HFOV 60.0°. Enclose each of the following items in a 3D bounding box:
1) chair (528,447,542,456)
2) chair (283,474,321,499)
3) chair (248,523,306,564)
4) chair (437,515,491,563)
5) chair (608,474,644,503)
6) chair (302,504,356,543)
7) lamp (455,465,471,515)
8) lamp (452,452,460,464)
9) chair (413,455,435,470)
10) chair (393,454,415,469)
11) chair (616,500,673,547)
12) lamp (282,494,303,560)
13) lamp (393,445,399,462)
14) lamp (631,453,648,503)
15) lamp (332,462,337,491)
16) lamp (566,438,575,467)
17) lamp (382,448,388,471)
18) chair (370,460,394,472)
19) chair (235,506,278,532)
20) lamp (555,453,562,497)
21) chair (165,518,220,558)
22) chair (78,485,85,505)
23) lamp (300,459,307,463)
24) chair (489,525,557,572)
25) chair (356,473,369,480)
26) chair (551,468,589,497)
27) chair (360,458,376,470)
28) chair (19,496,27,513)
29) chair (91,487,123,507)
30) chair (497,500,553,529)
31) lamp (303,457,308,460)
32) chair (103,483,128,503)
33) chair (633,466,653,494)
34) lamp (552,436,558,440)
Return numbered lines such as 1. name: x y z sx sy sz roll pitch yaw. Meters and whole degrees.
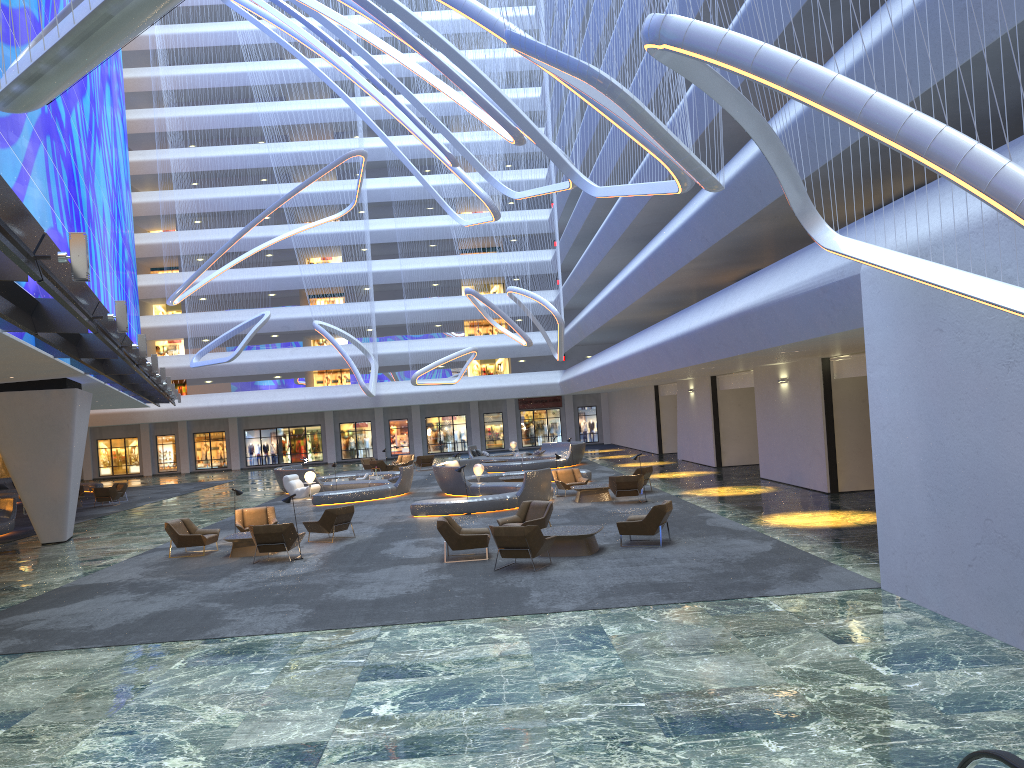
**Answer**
1. chair: 1.410 3.514 44.098 0.940 0.766 0.928 -4 -1 31
2. chair: -7.542 3.683 31.841 1.158 0.882 0.728 -4 -1 17
3. chair: -4.633 3.096 17.456 0.929 0.766 0.939 -4 -1 4
4. chair: -0.862 2.799 16.149 0.938 0.766 0.930 -4 -1 0
5. chair: 3.014 2.759 23.349 0.929 0.766 0.939 -4 -1 4
6. chair: -4.066 3.134 19.928 0.940 0.766 0.928 -4 -1 31
7. lamp: -1.283 2.777 23.218 0.384 1.300 0.202 -4 0 15
8. lamp: -1.909 3.076 31.445 0.384 1.300 0.202 -4 0 15
9. chair: -4.298 3.886 43.619 0.928 0.766 0.940 -3 -1 -24
10. chair: -5.464 4.015 45.198 0.930 0.766 0.938 -4 -1 17
11. chair: 2.472 2.580 16.400 0.939 0.766 0.929 -4 -1 22
12. lamp: -4.310 2.803 17.411 0.384 1.300 0.202 -4 0 15
13. lamp: -5.892 3.774 45.195 0.383 1.300 0.202 -4 0 -40
14. lamp: 3.337 2.466 23.304 0.384 1.300 0.202 -4 0 15
15. lamp: -6.108 3.337 30.672 0.201 1.300 0.384 -4 0 -27
16. lamp: 2.569 3.001 38.834 0.201 1.300 0.384 -4 0 -43
17. lamp: -5.946 3.669 41.691 0.201 1.300 0.384 -4 0 -40
18. chair: -6.181 3.962 41.925 0.930 0.766 0.938 -5 -1 39
19. chair: -5.927 3.280 20.547 0.929 0.766 0.939 -4 -1 -19
20. lamp: 1.368 2.690 26.199 0.202 1.300 0.384 -4 0 14
21. chair: -6.901 3.302 19.133 0.939 0.766 0.929 -4 -1 6
22. chair: -18.108 4.603 36.498 0.928 0.766 0.940 -3 -1 -29
23. lamp: -8.349 3.644 35.646 0.384 1.300 0.202 -4 0 -9
24. chair: 0.167 2.686 14.775 0.930 0.766 0.938 -4 -1 25
25. chair: -6.552 3.933 35.922 1.783 0.501 0.586 -3 -2 -38
26. chair: 1.720 2.943 26.439 0.929 0.766 0.939 -4 -1 -19
27. chair: -7.072 4.106 44.605 0.940 0.766 0.928 -5 -1 42
28. chair: -18.177 4.520 33.674 0.938 0.766 0.930 -3 -1 -31
29. chair: -15.832 4.391 34.627 0.929 0.766 0.939 -4 -1 -4
30. chair: 0.312 2.768 17.722 0.938 0.766 0.930 -3 -1 -40
31. lamp: -8.872 3.753 38.002 0.384 1.300 0.201 -4 0 42
32. chair: -16.394 4.487 36.509 0.930 0.766 0.938 -5 -1 36
33. chair: 3.580 2.798 25.821 0.940 0.766 0.928 -4 -1 31
34. lamp: 2.143 3.156 42.870 0.384 1.300 0.202 -4 0 -2
